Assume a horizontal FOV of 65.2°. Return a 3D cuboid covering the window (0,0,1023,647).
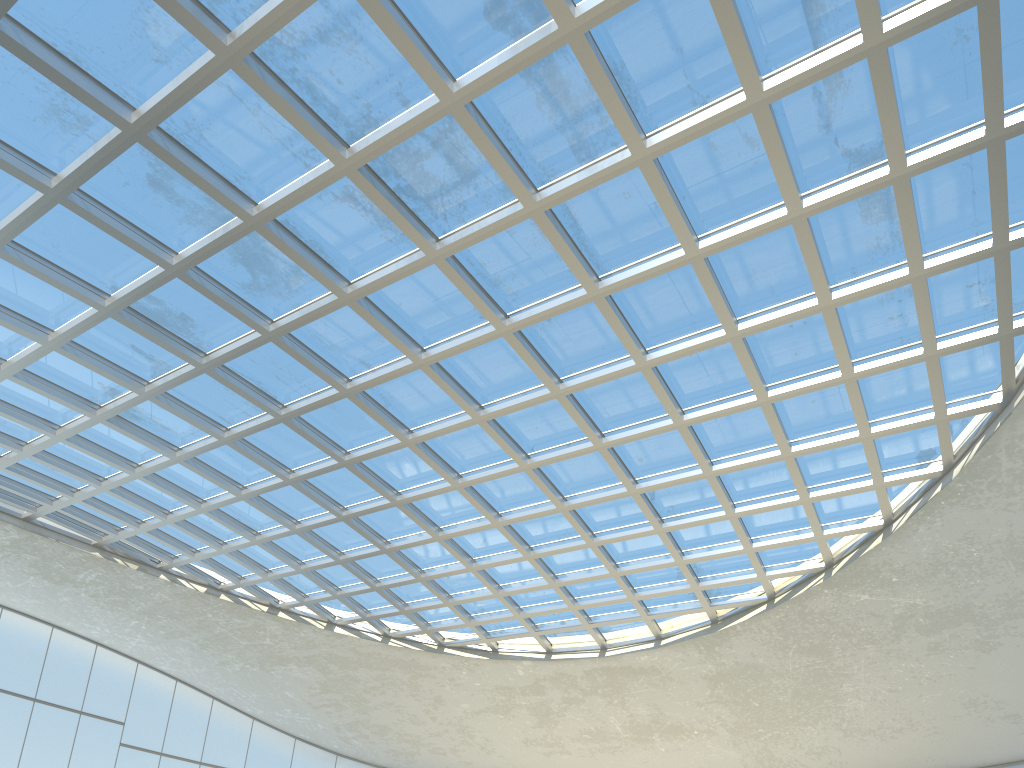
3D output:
[{"bbox_3d":[-11.986,2.618,44.888,80.052,9.723,89.272,-15,-40,28],"label":"window"}]
